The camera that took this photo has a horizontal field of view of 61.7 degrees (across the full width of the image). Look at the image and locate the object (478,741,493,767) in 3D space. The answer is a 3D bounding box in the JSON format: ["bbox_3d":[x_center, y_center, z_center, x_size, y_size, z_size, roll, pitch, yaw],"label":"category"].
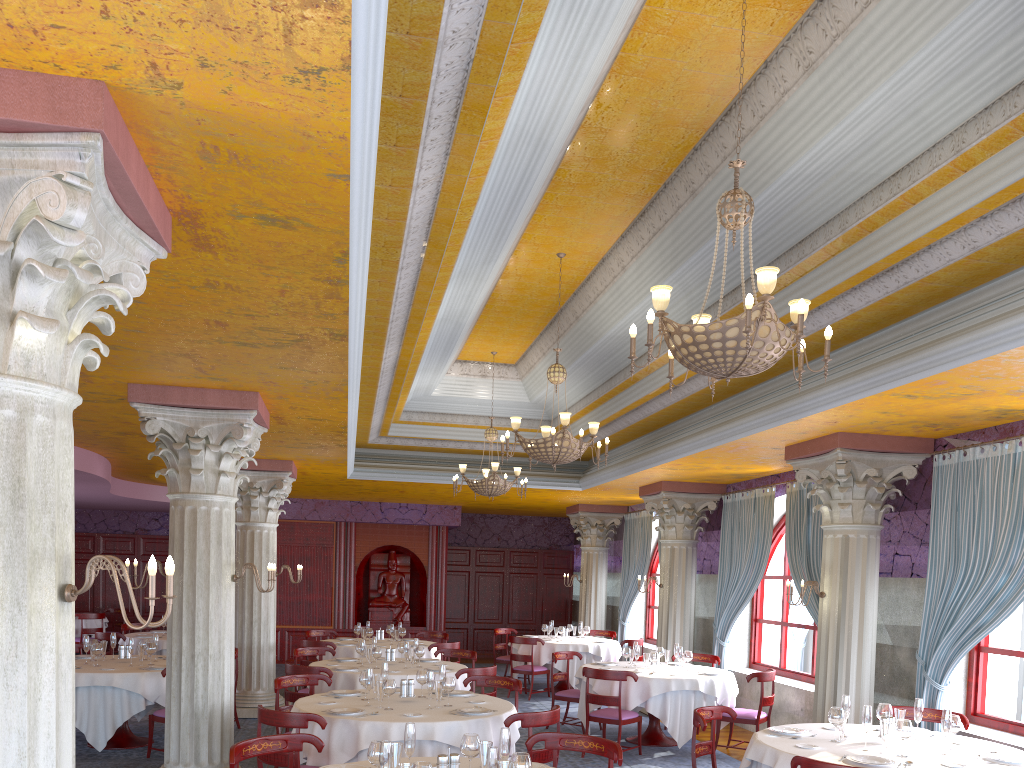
[{"bbox_3d":[-0.155,2.162,4.891,0.086,0.238,0.085,1,1,-31],"label":"object"}]

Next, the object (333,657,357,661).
[{"bbox_3d":[-2.173,3.591,11.163,0.316,0.024,0.317,9,-14,-30],"label":"object"}]

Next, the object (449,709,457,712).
[{"bbox_3d":[-0.503,2.817,7.396,0.029,0.011,0.141,-6,-15,35],"label":"object"}]

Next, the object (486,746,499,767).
[{"bbox_3d":[-0.101,1.981,4.283,0.074,0.336,0.073,1,2,-20],"label":"object"}]

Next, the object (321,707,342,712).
[{"bbox_3d":[-1.522,2.746,7.221,0.027,0.013,0.236,-5,-14,33],"label":"object"}]

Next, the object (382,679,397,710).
[{"bbox_3d":[-1.054,2.664,7.346,0.122,0.265,0.122,2,0,-20],"label":"object"}]

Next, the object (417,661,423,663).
[{"bbox_3d":[-1.194,3.635,11.192,0.139,0.011,0.030,-7,-14,36],"label":"object"}]

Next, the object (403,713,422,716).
[{"bbox_3d":[-0.822,2.742,7.095,0.158,0.009,0.162,0,-13,9],"label":"object"}]

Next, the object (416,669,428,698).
[{"bbox_3d":[-0.850,2.841,8.118,0.122,0.265,0.122,2,0,3],"label":"object"}]

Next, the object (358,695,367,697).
[{"bbox_3d":[-1.409,2.940,8.080,0.029,0.011,0.141,-6,-15,35],"label":"object"}]

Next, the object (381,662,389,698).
[{"bbox_3d":[-1.192,2.775,8.029,0.073,0.336,0.073,3,2,25],"label":"object"}]

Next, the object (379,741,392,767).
[{"bbox_3d":[-0.642,1.977,4.340,0.074,0.336,0.073,1,2,-20],"label":"object"}]

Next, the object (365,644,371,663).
[{"bbox_3d":[-1.840,3.443,10.921,0.086,0.238,0.085,2,1,-8],"label":"object"}]

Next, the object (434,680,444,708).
[{"bbox_3d":[-0.646,2.734,7.545,0.086,0.238,0.085,1,1,-31],"label":"object"}]

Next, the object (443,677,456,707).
[{"bbox_3d":[-0.566,2.742,7.630,0.122,0.265,0.122,2,0,3],"label":"object"}]

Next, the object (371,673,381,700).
[{"bbox_3d":[-1.259,2.797,7.920,0.086,0.238,0.085,2,1,-8],"label":"object"}]

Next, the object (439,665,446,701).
[{"bbox_3d":[-0.651,2.779,7.972,0.073,0.336,0.073,3,2,25],"label":"object"}]

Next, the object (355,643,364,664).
[{"bbox_3d":[-1.918,3.408,10.834,0.123,0.265,0.122,2,0,-42],"label":"object"}]

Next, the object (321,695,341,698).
[{"bbox_3d":[-1.681,2.903,7.969,0.258,0.020,0.055,-8,-14,38],"label":"object"}]

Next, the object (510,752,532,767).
[{"bbox_3d":[0.043,2.065,4.483,0.122,0.265,0.122,2,0,-20],"label":"object"}]

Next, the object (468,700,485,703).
[{"bbox_3d":[-0.326,2.938,7.911,0.160,0.009,0.160,9,-14,-30],"label":"object"}]

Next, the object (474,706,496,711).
[{"bbox_3d":[-0.231,2.846,7.506,0.258,0.020,0.055,-8,-14,38],"label":"object"}]

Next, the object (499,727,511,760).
[{"bbox_3d":[-0.043,2.102,4.824,0.074,0.336,0.073,1,2,-20],"label":"object"}]

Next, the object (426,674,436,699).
[{"bbox_3d":[-0.764,2.839,8.039,0.085,0.238,0.086,2,1,37],"label":"object"}]

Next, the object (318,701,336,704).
[{"bbox_3d":[-1.639,2.825,7.589,0.158,0.009,0.162,0,-13,9],"label":"object"}]

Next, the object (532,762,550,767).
[{"bbox_3d":[0.079,2.349,5.227,0.316,0.024,0.317,9,-14,-30],"label":"object"}]

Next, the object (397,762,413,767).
[{"bbox_3d":[-0.532,2.015,4.278,0.086,0.238,0.085,2,1,-8],"label":"object"}]

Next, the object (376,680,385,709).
[{"bbox_3d":[-1.141,2.692,7.425,0.085,0.238,0.085,2,1,14],"label":"object"}]

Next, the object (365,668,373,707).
[{"bbox_3d":[-1.250,2.654,7.488,0.073,0.336,0.073,3,2,25],"label":"object"}]

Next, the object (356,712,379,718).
[{"bbox_3d":[-1.189,2.707,7.013,0.055,0.019,0.261,-6,-15,37],"label":"object"}]

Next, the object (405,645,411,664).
[{"bbox_3d":[-1.344,3.484,11.040,0.086,0.238,0.085,2,1,-8],"label":"object"}]

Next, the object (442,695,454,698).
[{"bbox_3d":[-0.613,2.990,8.191,0.139,0.011,0.030,-7,-14,36],"label":"object"}]

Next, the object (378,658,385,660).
[{"bbox_3d":[-1.723,3.667,11.407,0.159,0.009,0.162,4,-13,-11],"label":"object"}]

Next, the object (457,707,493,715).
[{"bbox_3d":[-0.319,2.798,7.313,0.313,0.024,0.319,4,-13,-11],"label":"object"}]

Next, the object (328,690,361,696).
[{"bbox_3d":[-1.593,2.946,8.162,0.313,0.024,0.319,4,-13,-11],"label":"object"}]

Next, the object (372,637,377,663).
[{"bbox_3d":[-1.773,3.420,11.030,0.073,0.336,0.073,3,2,25],"label":"object"}]

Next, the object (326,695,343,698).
[{"bbox_3d":[-1.661,2.919,8.003,0.254,0.003,0.022,-6,-15,33],"label":"object"}]

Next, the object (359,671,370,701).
[{"bbox_3d":[-1.338,2.762,7.833,0.122,0.265,0.122,2,0,3],"label":"object"}]

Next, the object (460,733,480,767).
[{"bbox_3d":[-0.241,2.164,4.970,0.122,0.265,0.122,2,0,25],"label":"object"}]

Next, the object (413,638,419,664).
[{"bbox_3d":[-1.232,3.424,10.973,0.074,0.336,0.073,0,3,-42],"label":"object"}]

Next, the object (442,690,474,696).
[{"bbox_3d":[-0.530,3.026,8.374,0.313,0.024,0.319,4,-13,-11],"label":"object"}]

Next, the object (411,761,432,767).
[{"bbox_3d":[-0.445,1.987,4.198,0.122,0.265,0.122,2,0,3],"label":"object"}]

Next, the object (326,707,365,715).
[{"bbox_3d":[-1.382,2.718,7.100,0.313,0.024,0.319,4,-13,-11],"label":"object"}]

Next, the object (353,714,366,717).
[{"bbox_3d":[-1.222,2.719,7.033,0.022,0.003,0.258,-6,-15,32],"label":"object"}]

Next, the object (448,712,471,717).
[{"bbox_3d":[-0.439,2.769,7.173,0.233,0.013,0.028,-7,-13,34],"label":"object"}]

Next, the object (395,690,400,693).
[{"bbox_3d":[-1.143,3.021,8.406,0.158,0.009,0.162,0,-13,9],"label":"object"}]

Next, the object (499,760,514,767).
[{"bbox_3d":[-0.037,2.057,4.397,0.085,0.238,0.085,2,1,14],"label":"object"}]

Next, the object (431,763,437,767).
[{"bbox_3d":[-0.534,2.345,5.258,0.159,0.009,0.162,4,-13,-11],"label":"object"}]

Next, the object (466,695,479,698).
[{"bbox_3d":[-0.390,3.010,8.255,0.027,0.013,0.236,-5,-14,33],"label":"object"}]

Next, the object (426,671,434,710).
[{"bbox_3d":[-0.709,2.658,7.431,0.073,0.336,0.073,3,2,25],"label":"object"}]
